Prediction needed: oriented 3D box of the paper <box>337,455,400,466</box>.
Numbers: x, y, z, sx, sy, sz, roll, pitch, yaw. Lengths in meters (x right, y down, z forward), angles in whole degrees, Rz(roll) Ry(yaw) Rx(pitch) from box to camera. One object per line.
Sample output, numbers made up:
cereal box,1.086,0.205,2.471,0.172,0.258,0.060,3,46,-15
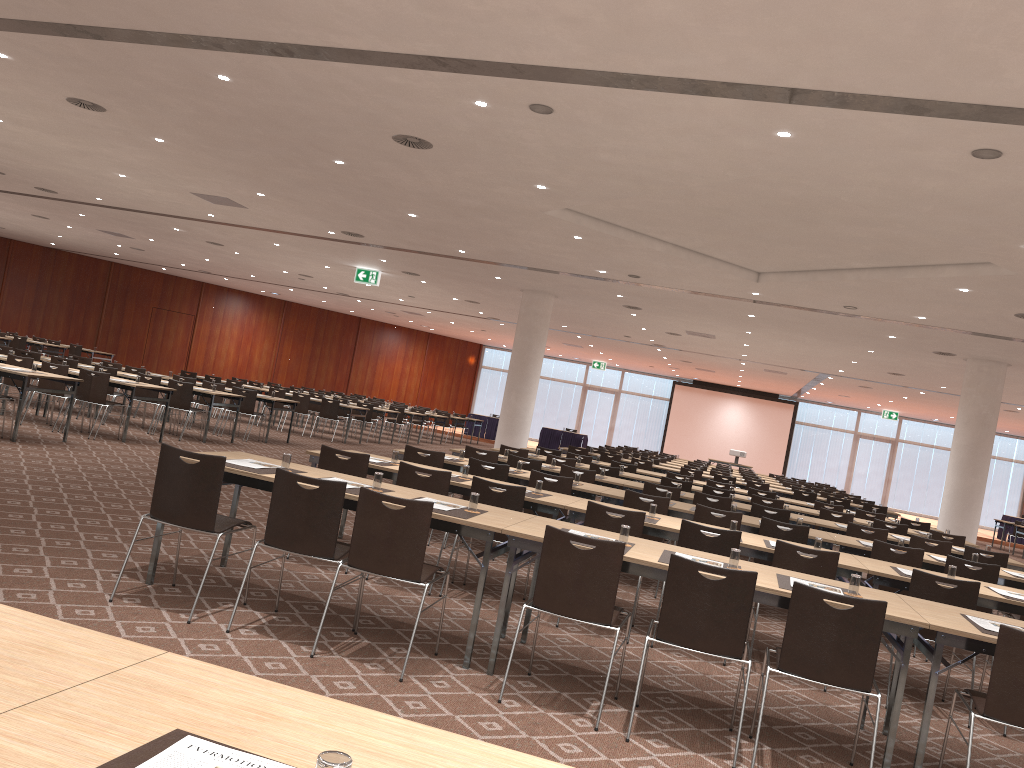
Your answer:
paper,-1.218,0.667,7.737,0.460,0.003,0.566,10,-1,16

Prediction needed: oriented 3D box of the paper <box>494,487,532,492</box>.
paper,-0.008,0.882,7.471,0.283,0.006,0.398,10,-1,15

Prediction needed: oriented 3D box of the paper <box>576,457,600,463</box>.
paper,1.285,1.316,15.333,0.460,0.003,0.566,10,-1,13

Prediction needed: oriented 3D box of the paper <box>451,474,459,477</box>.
paper,-0.635,0.770,7.657,0.283,0.006,0.398,10,-1,14

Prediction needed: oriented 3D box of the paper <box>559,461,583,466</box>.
paper,0.841,1.186,13.384,0.460,0.003,0.566,10,-1,14

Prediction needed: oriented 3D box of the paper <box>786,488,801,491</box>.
paper,6.315,2.358,19.699,0.460,0.003,0.566,10,-1,15

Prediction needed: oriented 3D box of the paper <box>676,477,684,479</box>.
paper,2.806,1.587,15.001,0.283,0.006,0.398,10,-1,14

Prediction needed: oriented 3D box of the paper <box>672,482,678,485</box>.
paper,2.350,1.456,13.066,0.283,0.006,0.398,10,-1,12

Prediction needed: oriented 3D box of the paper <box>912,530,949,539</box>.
paper,5.760,2.072,12.101,0.460,0.003,0.566,10,-1,15

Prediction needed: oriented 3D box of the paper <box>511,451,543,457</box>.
paper,0.204,1.072,13.561,0.460,0.003,0.566,10,-1,13

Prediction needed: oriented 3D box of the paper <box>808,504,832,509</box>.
paper,5.023,1.990,14.379,0.460,0.003,0.566,10,-1,15

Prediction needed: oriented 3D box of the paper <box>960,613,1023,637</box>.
paper,2.680,1.321,4.699,0.460,0.003,0.566,10,-1,17

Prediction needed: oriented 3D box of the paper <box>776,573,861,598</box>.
paper,1.718,1.148,4.947,0.460,0.003,0.566,10,-1,16

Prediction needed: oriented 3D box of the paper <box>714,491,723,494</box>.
paper,2.965,1.567,12.913,0.283,0.006,0.398,10,-1,18

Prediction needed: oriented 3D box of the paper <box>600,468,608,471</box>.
paper,1.405,1.285,13.301,0.283,0.006,0.398,10,-1,14

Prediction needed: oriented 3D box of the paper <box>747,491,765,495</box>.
paper,4.050,1.812,14.703,0.283,0.006,0.398,10,-1,15

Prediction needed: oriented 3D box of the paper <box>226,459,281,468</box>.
paper,-1.716,0.526,5.863,0.283,0.006,0.398,10,-1,14

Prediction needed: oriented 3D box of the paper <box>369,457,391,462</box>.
paper,-1.242,0.661,7.814,0.283,0.006,0.398,10,-1,16

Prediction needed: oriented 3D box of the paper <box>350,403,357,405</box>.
paper,-4.068,0.486,22.346,0.460,0.003,0.566,10,-1,15

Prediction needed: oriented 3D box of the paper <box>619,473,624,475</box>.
paper,1.434,1.293,13.220,0.460,0.003,0.566,10,-1,11

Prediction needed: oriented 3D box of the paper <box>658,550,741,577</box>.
paper,1.084,1.033,5.086,0.460,0.003,0.566,10,-1,14

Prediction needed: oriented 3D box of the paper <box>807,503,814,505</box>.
paper,4.964,1.976,14.459,0.283,0.006,0.398,10,-1,14

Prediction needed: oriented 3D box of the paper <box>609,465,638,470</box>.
paper,1.909,1.428,15.163,0.460,0.003,0.566,10,-1,12

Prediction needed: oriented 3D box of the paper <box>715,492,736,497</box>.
paper,2.993,1.574,12.815,0.460,0.003,0.566,10,-1,16

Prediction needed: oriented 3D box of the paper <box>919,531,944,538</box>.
paper,5.775,2.073,12.192,0.283,0.006,0.398,10,-1,16

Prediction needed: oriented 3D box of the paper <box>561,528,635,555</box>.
paper,0.468,0.921,5.212,0.460,0.003,0.566,10,-1,14

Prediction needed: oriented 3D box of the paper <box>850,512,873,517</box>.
paper,5.632,2.099,14.204,0.460,0.003,0.566,10,-1,18

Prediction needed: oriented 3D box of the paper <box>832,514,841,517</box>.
paper,4.496,1.842,12.493,0.283,0.006,0.398,10,-1,15

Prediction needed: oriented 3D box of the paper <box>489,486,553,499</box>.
paper,0.055,0.897,7.421,0.460,0.003,0.566,10,-1,17

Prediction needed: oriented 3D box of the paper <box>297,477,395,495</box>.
paper,-1.063,0.646,5.628,0.460,0.003,0.566,10,-1,16

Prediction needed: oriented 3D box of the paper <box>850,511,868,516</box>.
paper,5.584,2.088,14.313,0.283,0.006,0.398,10,-1,17

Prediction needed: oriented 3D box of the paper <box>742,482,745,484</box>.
paper,4.900,2.053,17.998,0.460,0.003,0.566,10,-1,15

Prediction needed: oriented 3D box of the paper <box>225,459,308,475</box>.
paper,-1.671,0.536,5.762,0.460,0.003,0.566,10,-1,17

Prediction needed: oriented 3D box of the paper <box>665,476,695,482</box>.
paper,2.843,1.596,14.926,0.460,0.003,0.566,10,-1,18

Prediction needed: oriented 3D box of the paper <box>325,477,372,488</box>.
paper,-1.105,0.636,5.705,0.283,0.006,0.398,10,-1,17

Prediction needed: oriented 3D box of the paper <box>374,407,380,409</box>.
paper,-3.509,0.584,22.278,0.283,0.006,0.398,10,-1,14

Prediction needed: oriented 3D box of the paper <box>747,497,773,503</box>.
paper,3.604,1.684,12.682,0.460,0.003,0.566,10,-1,13

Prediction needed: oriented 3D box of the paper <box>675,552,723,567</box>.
paper,1.079,1.029,5.139,0.283,0.006,0.398,10,-1,15

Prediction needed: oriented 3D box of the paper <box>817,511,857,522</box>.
paper,4.545,1.854,12.424,0.460,0.003,0.566,10,-1,13

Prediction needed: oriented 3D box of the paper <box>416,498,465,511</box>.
paper,-0.474,0.750,5.548,0.283,0.006,0.398,10,-1,16

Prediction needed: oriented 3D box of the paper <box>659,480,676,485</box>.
paper,2.388,1.465,12.970,0.460,0.003,0.566,10,-1,11

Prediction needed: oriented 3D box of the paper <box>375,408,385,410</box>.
paper,-3.445,0.598,22.193,0.460,0.003,0.566,10,-1,17

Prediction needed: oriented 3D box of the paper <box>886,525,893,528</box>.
paper,5.123,1.956,12.354,0.283,0.006,0.398,10,-1,14

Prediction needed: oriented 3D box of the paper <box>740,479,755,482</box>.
paper,5.369,2.187,19.958,0.460,0.003,0.566,10,-1,15

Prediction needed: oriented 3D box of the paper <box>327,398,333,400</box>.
paper,-4.697,0.371,22.592,0.283,0.006,0.398,10,-1,14

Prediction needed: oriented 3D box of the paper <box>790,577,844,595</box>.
paper,1.711,1.143,4.982,0.283,0.006,0.398,10,-1,17

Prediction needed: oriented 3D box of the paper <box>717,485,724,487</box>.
paper,3.431,1.700,14.856,0.283,0.006,0.398,10,-1,13

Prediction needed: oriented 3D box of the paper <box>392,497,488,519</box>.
paper,-0.429,0.760,5.455,0.460,0.003,0.566,10,-1,12

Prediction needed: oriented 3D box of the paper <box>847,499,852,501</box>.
paper,7.534,2.575,19.471,0.283,0.006,0.398,10,-1,14

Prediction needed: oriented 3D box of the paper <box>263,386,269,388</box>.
paper,-6.250,0.093,22.908,0.460,0.003,0.566,10,-1,12

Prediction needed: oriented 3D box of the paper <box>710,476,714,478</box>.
paper,4.287,1.943,18.184,0.460,0.003,0.566,10,-1,13

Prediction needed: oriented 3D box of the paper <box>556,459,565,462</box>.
paper,0.772,1.171,13.466,0.283,0.006,0.398,10,-1,14

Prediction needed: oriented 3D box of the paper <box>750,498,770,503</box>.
paper,3.564,1.674,12.745,0.283,0.006,0.398,10,-1,13

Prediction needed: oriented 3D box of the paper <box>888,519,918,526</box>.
paper,6.237,2.208,14.080,0.460,0.003,0.566,10,-1,15

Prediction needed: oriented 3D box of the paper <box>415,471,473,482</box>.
paper,-0.587,0.781,7.568,0.460,0.003,0.566,10,-1,13

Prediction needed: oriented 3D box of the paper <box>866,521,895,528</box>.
paper,5.188,1.970,12.290,0.460,0.003,0.566,10,-1,13

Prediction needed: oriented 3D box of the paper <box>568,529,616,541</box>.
paper,0.461,0.918,5.295,0.283,0.006,0.398,10,-1,13

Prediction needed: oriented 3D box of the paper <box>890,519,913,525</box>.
paper,6.210,2.201,14.123,0.283,0.006,0.398,10,-1,12

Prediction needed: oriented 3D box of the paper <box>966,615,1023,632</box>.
paper,2.641,1.311,4.766,0.283,0.006,0.398,10,-1,14
